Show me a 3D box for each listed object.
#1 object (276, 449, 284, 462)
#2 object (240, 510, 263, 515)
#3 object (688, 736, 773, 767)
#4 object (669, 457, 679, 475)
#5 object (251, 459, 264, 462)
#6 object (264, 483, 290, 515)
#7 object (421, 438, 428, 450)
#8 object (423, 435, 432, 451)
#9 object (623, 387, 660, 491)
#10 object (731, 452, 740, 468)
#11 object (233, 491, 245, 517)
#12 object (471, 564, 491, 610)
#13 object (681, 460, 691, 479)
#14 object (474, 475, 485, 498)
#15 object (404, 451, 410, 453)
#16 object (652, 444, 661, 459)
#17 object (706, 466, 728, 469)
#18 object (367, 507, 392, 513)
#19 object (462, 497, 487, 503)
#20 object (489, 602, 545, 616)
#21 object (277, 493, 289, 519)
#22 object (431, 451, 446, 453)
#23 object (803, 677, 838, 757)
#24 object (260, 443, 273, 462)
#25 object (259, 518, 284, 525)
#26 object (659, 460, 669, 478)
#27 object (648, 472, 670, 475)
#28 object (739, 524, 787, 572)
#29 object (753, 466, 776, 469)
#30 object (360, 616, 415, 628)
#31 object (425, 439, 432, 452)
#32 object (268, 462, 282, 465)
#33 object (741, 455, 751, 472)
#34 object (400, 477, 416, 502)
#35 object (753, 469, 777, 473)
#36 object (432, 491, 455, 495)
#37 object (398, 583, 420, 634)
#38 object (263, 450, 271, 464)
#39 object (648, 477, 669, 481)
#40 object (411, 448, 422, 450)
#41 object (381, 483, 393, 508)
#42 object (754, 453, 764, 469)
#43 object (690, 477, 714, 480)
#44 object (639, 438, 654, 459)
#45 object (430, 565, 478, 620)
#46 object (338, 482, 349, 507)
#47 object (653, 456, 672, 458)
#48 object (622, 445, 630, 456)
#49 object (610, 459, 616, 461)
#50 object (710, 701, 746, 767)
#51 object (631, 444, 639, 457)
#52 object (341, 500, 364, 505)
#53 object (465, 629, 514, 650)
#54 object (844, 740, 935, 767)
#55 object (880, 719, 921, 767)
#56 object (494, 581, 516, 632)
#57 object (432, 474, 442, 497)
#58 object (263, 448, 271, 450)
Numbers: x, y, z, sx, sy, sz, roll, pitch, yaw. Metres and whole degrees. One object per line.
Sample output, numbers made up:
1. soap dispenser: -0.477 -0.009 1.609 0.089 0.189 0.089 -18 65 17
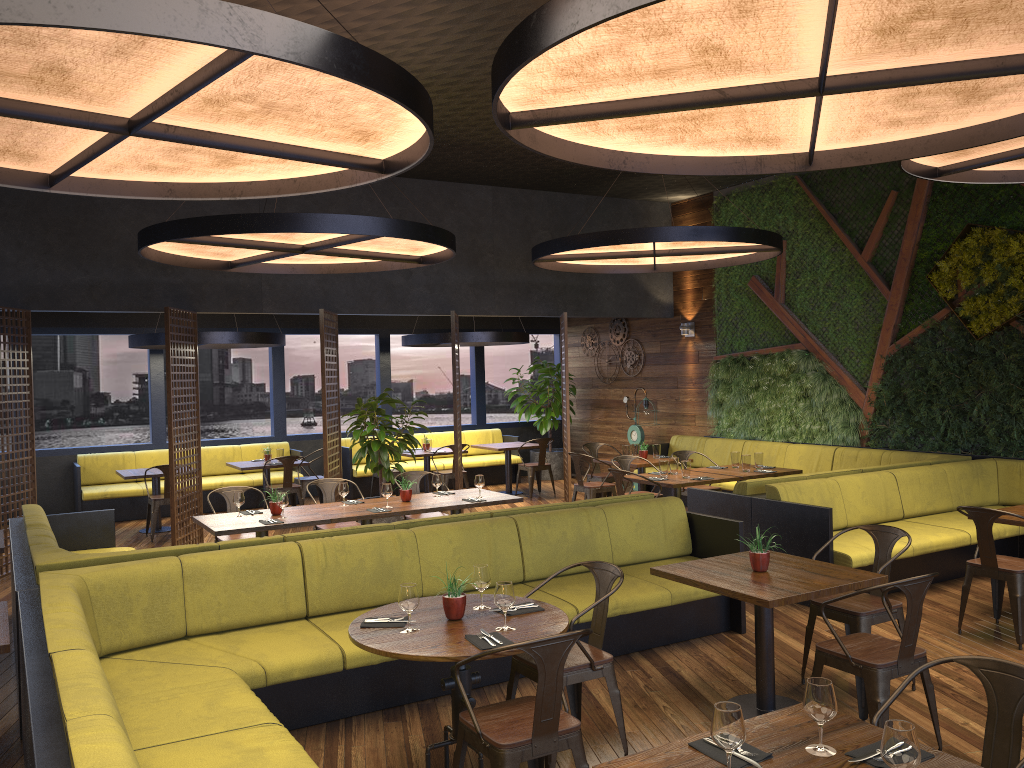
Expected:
1. object: -3.161 0.975 12.098 0.102 0.178 0.102 -2 1 -45
2. object: -2.212 1.091 7.544 0.157 0.019 0.255 -2 1 -30
3. object: 0.656 1.079 2.606 0.157 0.019 0.255 -2 1 -30
4. object: 1.739 0.880 9.516 0.102 0.178 0.102 -2 1 -45
5. object: -3.503 1.060 12.372 0.255 0.019 0.157 -2 1 -31
6. object: -1.980 0.958 7.406 0.238 0.271 0.260 -2 1 -9
7. object: -1.323 0.910 13.453 0.102 0.178 0.102 -2 1 -45
8. object: -1.288 0.865 13.272 0.238 0.271 0.260 -2 1 -9
9. object: 2.064 0.861 14.086 0.459 1.615 0.848 -2 1 -30
10. object: 2.511 0.855 9.965 0.102 0.178 0.102 -2 1 -45
11. object: -2.272 1.001 7.379 0.097 0.206 0.097 -1 1 16
12. object: -0.149 0.984 4.307 0.097 0.206 0.097 -1 1 8
13. object: 1.797 0.883 9.156 0.102 0.178 0.102 -1 1 5
14. object: -0.296 0.940 8.135 0.097 0.206 0.097 -1 1 16
15. object: -1.549 1.000 13.150 0.157 0.019 0.255 -2 1 -31
16. object: 1.835 0.856 11.251 0.102 0.178 0.102 -1 1 5
17. object: 2.329 0.939 10.001 0.157 0.019 0.255 -2 1 -31
18. object: -1.136 1.063 7.515 0.157 0.019 0.255 -2 1 -30
19. object: -0.351 1.037 7.972 0.157 0.019 0.255 -2 1 -30
20. object: 0.015 1.075 4.244 0.255 0.019 0.157 -2 1 -28
21. object: -1.867 0.992 7.222 0.097 0.206 0.097 -1 1 16
22. object: -1.106 0.990 12.995 0.255 0.019 0.157 -2 1 -31
23. object: 0.909 0.978 2.614 0.097 0.206 0.097 -2 1 -30
24. object: -3.327 0.933 12.092 0.238 0.271 0.260 -2 1 -9
25. object: -1.922 1.090 7.059 0.157 0.019 0.255 -2 1 -30
26. object: 1.584 0.888 9.252 0.102 0.178 0.102 -2 1 -45
27. object: 1.604 0.963 9.579 0.157 0.019 0.255 -2 1 -31
28. object: 1.382 0.902 4.914 0.260 0.271 0.238 -1 1 5
29. object: 2.841 0.926 9.921 0.157 0.019 0.255 -2 1 -31
30. object: -0.565 1.092 4.087 0.255 0.019 0.157 -1 1 2
31. object: -1.232 0.912 13.106 0.102 0.178 0.102 -2 1 -45
32. object: -3.163 1.059 11.802 0.255 0.019 0.157 -2 1 -31
33. object: 2.531 0.859 9.583 0.102 0.178 0.102 -1 1 5
34. object: -0.965 0.924 7.995 0.238 0.271 0.260 -2 1 -9
35. object: 2.708 0.935 9.544 0.157 0.019 0.255 -2 1 -31
36. object: -0.641 1.039 8.457 0.157 0.019 0.255 -2 1 -30
37. object: -0.459 0.997 3.950 0.097 0.206 0.097 -1 1 11
38. object: -3.289 0.981 11.912 0.102 0.178 0.102 -2 1 -45
39. object: 1.475 0.972 9.129 0.157 0.019 0.255 -2 1 -31
40. object: -1.445 0.992 13.565 0.255 0.019 0.157 -2 1 -31
41. object: -1.081 0.966 7.679 0.097 0.206 0.097 -1 1 16
42. object: 2.728 0.851 9.796 0.102 0.178 0.102 -2 1 -45
43. object: 1.922 0.961 9.046 0.255 0.019 0.157 -2 1 -31
44. object: 1.659 0.815 11.220 0.238 0.271 0.260 -2 1 -9
45. object: -0.275 0.955 4.115 0.238 0.271 0.260 -2 1 -9
46. object: -1.487 0.975 7.835 0.097 0.206 0.097 -1 1 16
47. object: 1.948 0.931 11.376 0.157 0.019 0.255 -2 1 -31
48. object: 1.450 0.866 11.234 0.102 0.178 0.102 -2 1 -45
49. object: 1.341 0.950 11.111 0.157 0.019 0.255 -2 1 -31
50. object: 0.596 0.989 2.441 0.097 0.206 0.097 -2 1 -38
51. object: 1.587 0.860 11.403 0.102 0.178 0.102 -1 1 5
52. object: -1.427 1.065 8.001 0.157 0.019 0.255 -2 1 -30
53. object: -0.105 1.084 3.785 0.157 0.019 0.255 -2 1 -23
54. object: 1.075 1.069 2.558 0.255 0.019 0.157 -2 1 -30
55. object: 1.001 0.980 2.284 0.097 0.206 0.097 -2 1 -38
56. object: -0.032 0.986 3.940 0.097 0.206 0.097 -2 1 -5
57. object: -0.701 0.948 8.291 0.097 0.206 0.097 -1 1 16
58. object: -3.381 0.979 12.259 0.102 0.178 0.102 -2 1 -45
